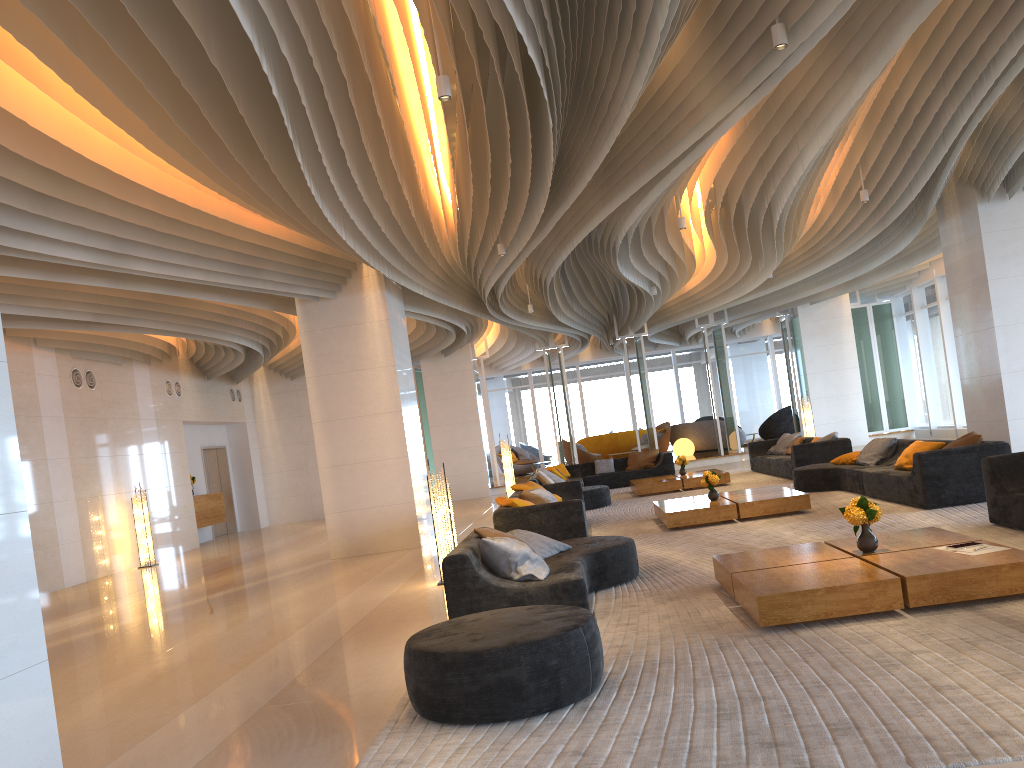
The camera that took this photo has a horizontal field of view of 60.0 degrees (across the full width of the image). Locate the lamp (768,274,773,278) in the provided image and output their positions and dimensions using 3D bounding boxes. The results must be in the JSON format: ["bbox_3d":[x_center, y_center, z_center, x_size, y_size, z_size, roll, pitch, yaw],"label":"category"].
[{"bbox_3d":[4.474,-2.630,15.733,0.090,1.505,0.088,-8,0,-42],"label":"lamp"}]

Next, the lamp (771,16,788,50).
[{"bbox_3d":[1.605,-2.883,5.635,0.090,1.505,0.088,-8,0,-42],"label":"lamp"}]

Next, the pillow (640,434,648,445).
[{"bbox_3d":[3.862,1.546,25.378,0.478,0.454,0.613,-7,-3,-35],"label":"pillow"}]

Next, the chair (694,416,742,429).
[{"bbox_3d":[6.212,1.431,26.762,1.527,1.005,1.130,-7,-2,-14],"label":"chair"}]

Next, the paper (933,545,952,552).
[{"bbox_3d":[2.774,1.006,5.478,0.263,0.001,0.196,-8,-4,-6],"label":"paper"}]

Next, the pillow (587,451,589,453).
[{"bbox_3d":[1.906,1.817,24.911,0.459,0.408,0.509,-9,-2,25],"label":"pillow"}]

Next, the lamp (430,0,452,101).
[{"bbox_3d":[-0.534,-2.581,5.711,0.090,1.505,0.088,-8,0,-42],"label":"lamp"}]

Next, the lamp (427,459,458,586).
[{"bbox_3d":[-0.656,1.308,8.521,0.250,1.197,0.250,-8,0,3],"label":"lamp"}]

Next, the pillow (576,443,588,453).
[{"bbox_3d":[1.817,1.757,24.229,0.475,0.454,0.617,-7,-2,-15],"label":"pillow"}]

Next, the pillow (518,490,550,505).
[{"bbox_3d":[0.286,1.403,10.080,0.443,0.409,0.603,-8,-3,5],"label":"pillow"}]

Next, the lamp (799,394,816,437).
[{"bbox_3d":[5.972,0.862,17.856,0.250,1.450,0.250,-8,0,3],"label":"lamp"}]

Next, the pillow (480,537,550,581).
[{"bbox_3d":[0.018,1.197,6.183,0.457,0.344,0.565,-8,-3,2],"label":"pillow"}]

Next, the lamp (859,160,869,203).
[{"bbox_3d":[4.104,-2.912,10.563,0.089,1.505,0.089,-8,0,-6],"label":"lamp"}]

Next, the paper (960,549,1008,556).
[{"bbox_3d":[2.793,0.989,5.269,0.261,0.001,0.189,-7,-4,-10],"label":"paper"}]

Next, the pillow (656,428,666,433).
[{"bbox_3d":[4.157,1.470,25.116,0.375,0.422,0.602,-7,-3,-18],"label":"pillow"}]

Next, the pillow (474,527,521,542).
[{"bbox_3d":[-0.040,1.253,6.826,0.396,0.391,0.607,-8,-3,6],"label":"pillow"}]

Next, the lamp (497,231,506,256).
[{"bbox_3d":[-0.221,-2.300,10.730,0.089,1.505,0.089,-8,0,-6],"label":"lamp"}]

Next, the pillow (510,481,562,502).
[{"bbox_3d":[0.354,1.498,12.021,0.542,0.377,0.646,-9,-3,25],"label":"pillow"}]

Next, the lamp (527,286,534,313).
[{"bbox_3d":[0.239,-2.030,15.902,0.090,1.505,0.088,-8,0,-42],"label":"lamp"}]

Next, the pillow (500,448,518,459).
[{"bbox_3d":[-0.059,2.175,26.945,0.367,0.422,0.614,-9,-3,36],"label":"pillow"}]

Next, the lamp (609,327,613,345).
[{"bbox_3d":[2.612,-1.825,24.175,0.088,1.505,0.089,-8,0,12],"label":"lamp"}]

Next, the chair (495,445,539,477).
[{"bbox_3d":[0.141,2.277,26.780,1.539,1.005,1.122,-5,-3,-44],"label":"chair"}]

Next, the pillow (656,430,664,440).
[{"bbox_3d":[4.017,1.511,24.716,0.462,0.408,0.506,-8,-2,5],"label":"pillow"}]

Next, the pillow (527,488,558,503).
[{"bbox_3d":[0.368,1.497,11.119,0.419,0.376,0.588,-8,-3,5],"label":"pillow"}]

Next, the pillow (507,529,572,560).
[{"bbox_3d":[0.166,1.284,7.161,0.465,0.246,0.434,-10,-4,38],"label":"pillow"}]

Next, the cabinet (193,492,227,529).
[{"bbox_3d":[-6.668,2.701,18.803,0.558,0.661,1.514,-8,-3,4],"label":"cabinet"}]

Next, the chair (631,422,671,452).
[{"bbox_3d":[3.933,1.638,25.056,1.141,1.004,1.514,-8,-3,-9],"label":"chair"}]

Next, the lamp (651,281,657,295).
[{"bbox_3d":[2.439,-2.341,15.813,0.090,1.505,0.088,-8,0,-42],"label":"lamp"}]

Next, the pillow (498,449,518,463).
[{"bbox_3d":[-0.107,2.174,26.541,0.468,0.454,0.627,-9,-3,20],"label":"pillow"}]

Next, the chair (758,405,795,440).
[{"bbox_3d":[7.686,1.125,25.199,1.533,1.005,1.126,-7,-2,-24],"label":"chair"}]

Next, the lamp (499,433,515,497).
[{"bbox_3d":[-0.071,1.655,17.130,0.250,1.450,0.250,-8,0,3],"label":"lamp"}]

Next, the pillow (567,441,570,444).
[{"bbox_3d":[1.627,1.788,24.581,0.371,0.422,0.607,-8,-3,2],"label":"pillow"}]

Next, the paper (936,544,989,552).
[{"bbox_3d":[2.777,1.004,5.474,0.257,0.001,0.186,-8,-4,-5],"label":"paper"}]

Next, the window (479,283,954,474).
[{"bbox_3d":[6.693,-0.697,12.838,22.421,3.217,53.878,-6,-4,-31],"label":"window"}]

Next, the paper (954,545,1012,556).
[{"bbox_3d":[2.793,0.989,5.269,0.258,0.001,0.185,-7,-4,-10],"label":"paper"}]

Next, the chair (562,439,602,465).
[{"bbox_3d":[1.893,1.890,24.553,1.130,1.004,1.527,-8,-3,11],"label":"chair"}]

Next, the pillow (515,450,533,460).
[{"bbox_3d":[0.352,2.172,27.065,0.510,0.408,0.459,-7,-2,-30],"label":"pillow"}]

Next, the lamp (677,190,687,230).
[{"bbox_3d":[1.949,-2.607,10.651,0.090,1.505,0.088,-8,0,-24],"label":"lamp"}]

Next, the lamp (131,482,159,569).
[{"bbox_3d":[-6.283,2.387,15.082,0.250,1.450,0.250,-8,0,3],"label":"lamp"}]
